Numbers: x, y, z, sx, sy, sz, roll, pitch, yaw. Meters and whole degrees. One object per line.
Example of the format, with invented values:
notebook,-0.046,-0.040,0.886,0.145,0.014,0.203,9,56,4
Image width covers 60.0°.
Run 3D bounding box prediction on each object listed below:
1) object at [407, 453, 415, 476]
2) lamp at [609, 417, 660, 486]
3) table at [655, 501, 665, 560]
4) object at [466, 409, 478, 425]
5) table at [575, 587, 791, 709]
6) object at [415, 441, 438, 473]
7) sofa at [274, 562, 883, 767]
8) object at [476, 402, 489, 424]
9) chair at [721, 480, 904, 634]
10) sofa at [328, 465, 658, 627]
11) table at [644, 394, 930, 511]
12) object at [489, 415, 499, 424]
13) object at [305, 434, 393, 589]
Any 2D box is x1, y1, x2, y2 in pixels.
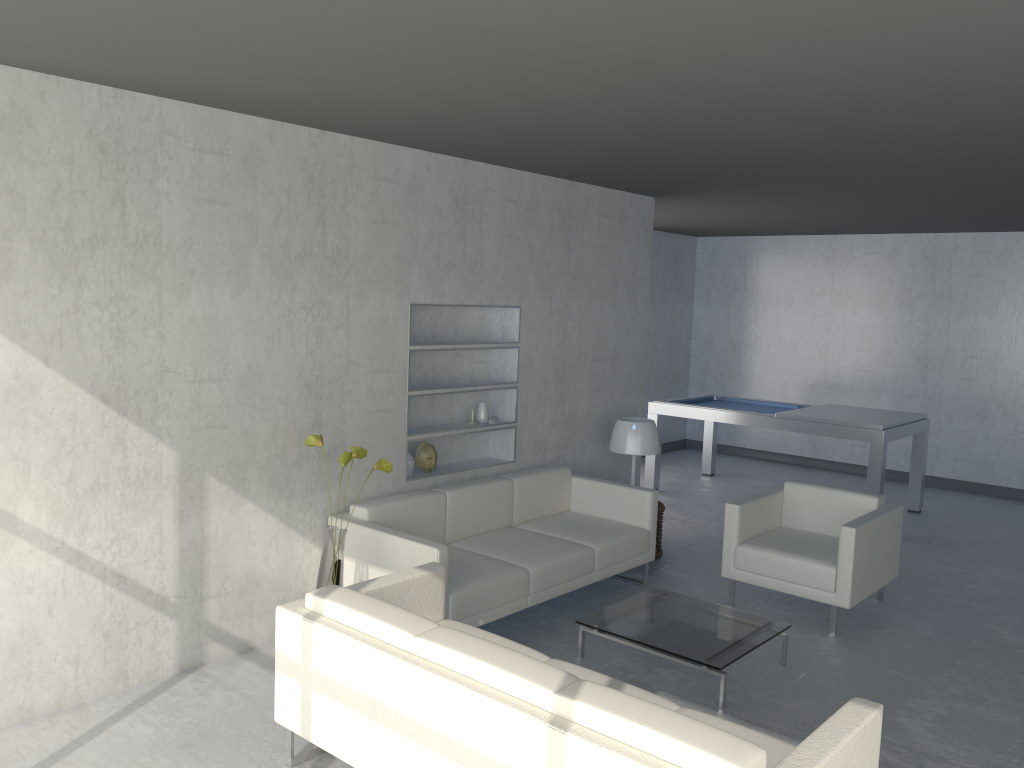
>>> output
object,-0.599,0.460,5.088,0.086,0.128,0.086,-2,7,-38
lamp,0.833,0.533,6.067,0.347,0.582,0.347,3,6,9
table,0.818,0.991,6.114,0.452,0.358,0.452,4,6,16
object,-0.243,0.200,5.466,0.074,0.094,0.074,3,6,5
table,0.832,1.252,4.310,0.773,0.190,0.730,7,7,40
object,-0.481,0.428,5.181,0.088,0.179,0.163,5,7,30
sofa,0.112,1.127,2.930,1.881,0.658,0.821,7,7,40
object,-0.183,0.178,5.525,0.079,0.130,0.079,7,7,38
chair,1.755,0.962,5.189,0.748,0.662,0.821,7,7,40
sofa,-0.023,0.919,4.971,0.821,0.658,1.881,7,7,40
table,2.410,0.610,7.906,2.095,0.835,1.180,7,7,40
object,-0.112,0.221,5.527,0.064,0.050,0.064,-3,8,-44
object,-0.754,0.776,4.171,0.400,1.051,0.387,0,6,-21
